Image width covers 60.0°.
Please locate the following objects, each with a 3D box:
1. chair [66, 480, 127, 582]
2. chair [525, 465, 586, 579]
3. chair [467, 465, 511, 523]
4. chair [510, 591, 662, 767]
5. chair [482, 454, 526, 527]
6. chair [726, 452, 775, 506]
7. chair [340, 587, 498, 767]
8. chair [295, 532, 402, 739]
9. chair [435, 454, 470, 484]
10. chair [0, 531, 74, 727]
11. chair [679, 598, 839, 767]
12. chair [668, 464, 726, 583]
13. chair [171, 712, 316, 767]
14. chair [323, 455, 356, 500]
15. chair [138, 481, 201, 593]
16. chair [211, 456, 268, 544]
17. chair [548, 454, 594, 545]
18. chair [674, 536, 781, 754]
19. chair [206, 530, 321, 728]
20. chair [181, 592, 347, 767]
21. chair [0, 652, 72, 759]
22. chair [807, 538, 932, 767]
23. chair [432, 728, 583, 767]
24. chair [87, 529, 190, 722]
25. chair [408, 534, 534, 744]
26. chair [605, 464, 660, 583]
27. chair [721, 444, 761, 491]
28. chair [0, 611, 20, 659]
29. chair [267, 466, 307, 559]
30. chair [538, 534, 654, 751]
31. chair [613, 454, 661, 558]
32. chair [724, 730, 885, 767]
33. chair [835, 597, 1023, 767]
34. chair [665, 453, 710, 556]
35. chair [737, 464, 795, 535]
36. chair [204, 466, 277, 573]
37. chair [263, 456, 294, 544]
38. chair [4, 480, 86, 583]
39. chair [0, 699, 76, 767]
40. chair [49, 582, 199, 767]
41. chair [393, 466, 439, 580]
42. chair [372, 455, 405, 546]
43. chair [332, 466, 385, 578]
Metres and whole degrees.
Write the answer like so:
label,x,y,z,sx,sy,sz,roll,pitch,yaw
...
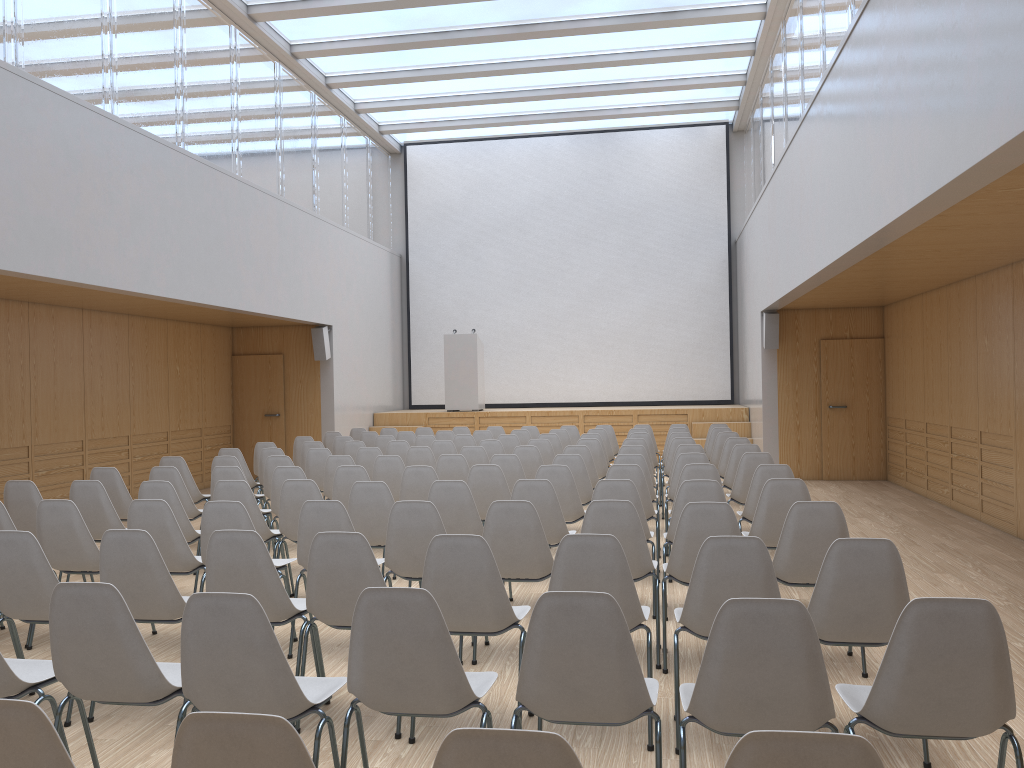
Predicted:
label,x,y,z,sx,sy,sz,roll,pitch,yaw
chair,-2.903,1.103,6.396,0.479,0.876,0.505,-1,0,9
chair,0.359,1.037,6.827,0.479,0.876,0.505,-1,0,9
chair,-0.151,1.047,6.960,0.479,0.876,0.505,-1,0,9
chair,0.238,1.041,2.830,0.479,0.876,0.505,-1,0,9
chair,-0.014,1.044,7.923,0.479,0.876,0.505,-1,0,9
chair,2.081,1.002,7.602,0.479,0.876,0.505,-1,0,9
chair,-0.303,1.051,2.931,0.479,0.876,0.505,-1,0,9
chair,-0.677,1.059,3.978,0.479,0.876,0.505,-1,0,9
chair,-0.481,1.054,8.019,0.479,0.876,0.505,-1,0,9
chair,-2.177,1.089,4.188,0.479,0.876,0.505,-1,0,9
chair,0.748,1.030,2.707,0.479,0.876,0.505,-1,0,9
chair,1.413,1.016,6.689,0.479,0.876,0.505,-1,0,9
chair,-0.470,1.055,1.916,0.479,0.876,0.505,-1,0,9
chair,-1.498,1.074,8.199,0.479,0.876,0.505,-1,0,9
chair,-2.360,1.092,6.246,0.479,0.876,0.505,-1,0,9
chair,-2.580,1.096,8.370,0.479,0.876,0.505,-1,0,9
chair,0.527,1.033,7.792,0.479,0.876,0.505,-1,0,9
chair,0.911,1.027,3.693,0.479,0.876,0.505,-1,0,9
chair,-1.150,1.068,4.086,0.479,0.876,0.505,-1,0,9
chair,-0.819,1.062,2.906,0.479,0.876,0.505,-1,0,9
chair,-1.857,1.082,3.162,0.479,0.876,0.505,-1,0,9
chair,1.376,1.018,3.595,0.479,0.876,0.505,-1,0,9
chair,0.039,1.045,1.811,0.479,0.876,0.505,-1,0,9
chair,-1.653,1.078,4.160,0.479,0.876,0.505,-1,0,9
chair,-0.169,1.049,3.853,0.479,0.876,0.505,-1,0,9
chair,0.879,1.027,6.760,0.479,0.876,0.505,-1,0,9
chair,2.247,0.999,8.559,0.479,0.876,0.505,-1,0,9
chair,-2.688,1.099,4.343,0.479,0.876,0.505,-1,0,9
chair,-1.693,1.078,7.149,0.479,0.876,0.505,-1,0,9
chair,0.361,1.038,3.805,0.479,0.876,0.505,-1,0,9
chair,1.035,1.023,7.665,0.479,0.876,0.505,-1,0,9
chair,0.555,1.035,1.774,0.479,0.876,0.505,-1,0,9
chair,1.249,1.020,2.672,0.479,0.876,0.505,-1,0,9
chair,1.558,1.013,7.661,0.479,0.876,0.505,-1,0,9
chair,1.908,1.006,6.547,0.479,0.876,0.505,-1,0,9
chair,-2.219,1.089,7.296,0.479,0.876,0.505,-1,0,9
chair,-2.063,1.085,8.265,0.479,0.876,0.505,-1,0,9
chair,-3.400,1.113,6.461,0.479,0.876,0.505,-1,0,9
chair,-0.992,1.065,2.022,0.479,0.876,0.505,-1,0,9
chair,-1.320,1.072,3.090,0.479,0.876,0.505,-1,0,9
chair,-0.656,1.057,6.975,0.479,0.876,0.505,-1,0,9
chair,-1.039,1.065,8.053,0.479,0.876,0.505,-1,0,9
chair,-1.200,1.068,7.107,0.479,0.876,0.505,-1,0,9
